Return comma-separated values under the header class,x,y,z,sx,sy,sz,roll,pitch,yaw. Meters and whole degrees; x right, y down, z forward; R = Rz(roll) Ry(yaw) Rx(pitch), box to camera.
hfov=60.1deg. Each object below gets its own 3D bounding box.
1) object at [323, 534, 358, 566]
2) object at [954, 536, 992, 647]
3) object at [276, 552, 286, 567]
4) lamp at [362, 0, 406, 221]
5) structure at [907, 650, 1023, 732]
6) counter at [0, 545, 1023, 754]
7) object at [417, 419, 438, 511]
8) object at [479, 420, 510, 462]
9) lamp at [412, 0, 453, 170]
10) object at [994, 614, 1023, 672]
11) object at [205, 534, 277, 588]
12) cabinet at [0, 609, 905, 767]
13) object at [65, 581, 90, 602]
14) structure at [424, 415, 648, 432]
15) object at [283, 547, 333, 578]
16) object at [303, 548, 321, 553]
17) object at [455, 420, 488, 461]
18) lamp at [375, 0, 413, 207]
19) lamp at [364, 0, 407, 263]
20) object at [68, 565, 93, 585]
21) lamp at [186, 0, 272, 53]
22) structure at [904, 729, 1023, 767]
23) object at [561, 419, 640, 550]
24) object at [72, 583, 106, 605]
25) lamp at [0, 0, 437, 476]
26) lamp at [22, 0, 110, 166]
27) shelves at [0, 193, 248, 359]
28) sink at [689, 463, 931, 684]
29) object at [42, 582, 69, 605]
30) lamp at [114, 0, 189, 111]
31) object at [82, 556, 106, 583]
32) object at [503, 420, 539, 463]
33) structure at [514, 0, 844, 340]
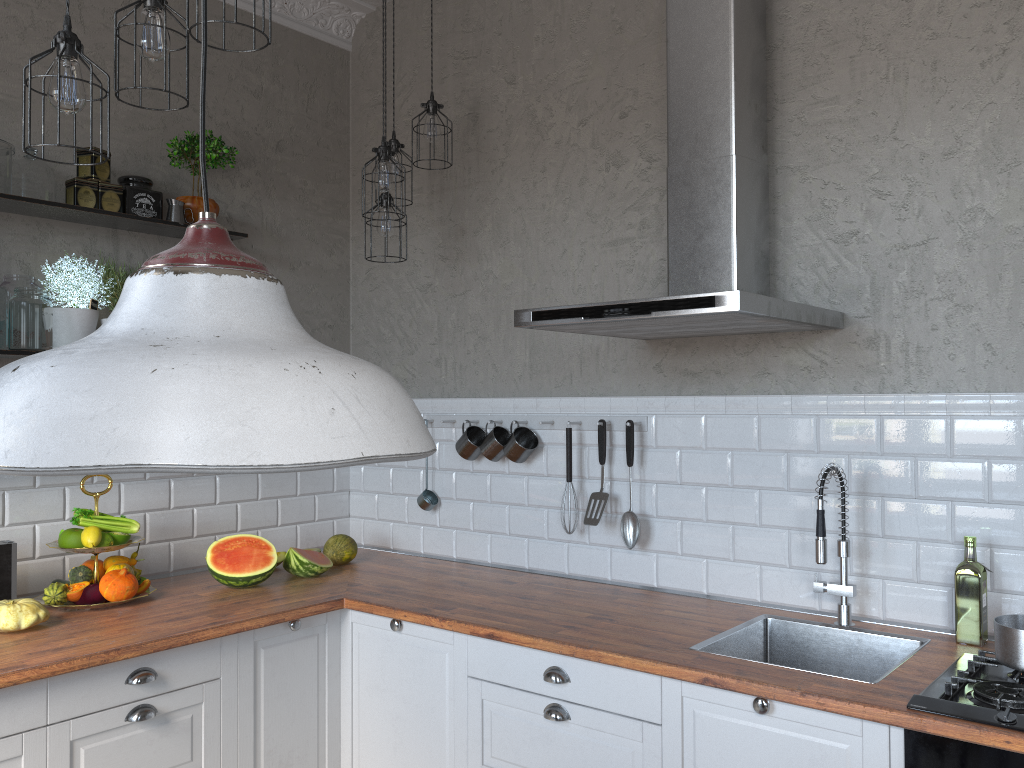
class,x,y,z,sx,sy,sz,roll,pitch,yaw
object,-0.689,0.664,3.556,0.132,0.119,0.204,0,-1,2
object,1.229,0.546,2.350,0.080,0.282,0.091,-1,-2,40
object,-0.966,0.689,3.444,0.203,0.067,0.101,1,-2,-44
lamp,-0.455,-1.454,3.128,0.149,1.735,0.145,0,-1,-19
structure,1.211,0.659,1.854,0.593,0.031,0.507,-1,-2,39
counter,-0.471,0.700,1.808,3.319,0.039,3.228,-1,-2,39
object,-0.350,0.335,3.663,0.081,0.379,0.078,-1,-2,39
object,-0.057,0.220,3.422,0.134,0.161,0.111,-1,-2,41
lamp,-0.310,-1.707,3.418,0.145,1.735,0.148,-1,-1,11
object,1.270,0.581,2.061,0.307,0.134,0.172,0,-1,-17
object,-0.953,0.629,3.122,0.240,0.174,0.213,0,-1,-29
cabinet,-0.288,1.119,2.247,4.214,0.854,1.979,0,-1,-5
object,-1.392,0.665,2.824,0.086,0.057,0.087,0,-1,-19
structure,0.032,0.147,3.373,1.063,0.053,0.096,-1,-2,39
object,-0.746,0.655,3.294,0.146,0.127,0.227,-1,-1,22
object,-0.815,0.686,3.478,0.120,0.073,0.200,0,-1,3
object,-0.155,0.222,3.501,0.111,0.161,0.134,1,-2,-39
lamp,-0.466,-1.576,3.487,0.148,1.735,0.145,0,-1,-9
lamp,-0.473,-1.328,3.309,0.145,1.735,0.148,-1,-1,11
object,-1.421,0.630,2.927,0.080,0.076,0.151,0,-1,-24
lamp,-0.550,-1.536,1.731,0.147,1.735,0.146,0,-1,-4
structure,1.233,1.023,1.864,0.609,0.623,0.631,-1,-2,39
object,0.301,0.345,3.089,0.322,0.443,0.083,-1,-2,39
object,-1.394,0.674,2.846,0.226,0.076,0.070,-1,-1,21
lamp,-0.258,-0.863,0.755,0.387,1.858,0.371,1,-2,-43
lamp,-0.897,-1.323,1.793,0.146,1.735,0.147,0,-1,6
shelves,-1.539,-0.130,2.992,0.224,0.923,1.344,-1,-2,39
sink,0.810,0.580,2.365,0.476,0.720,0.539,-1,-2,39
object,-1.445,0.662,2.815,0.077,0.072,0.149,0,-1,-21
lamp,-0.781,-1.480,1.932,0.144,1.735,0.149,-1,-1,26
object,-1.395,0.619,2.948,0.085,0.093,0.087,-1,-1,35
object,0.034,0.218,3.337,0.110,0.161,0.134,0,-1,-34
structure,0.503,-0.961,2.647,0.697,1.595,0.728,-1,-2,39
